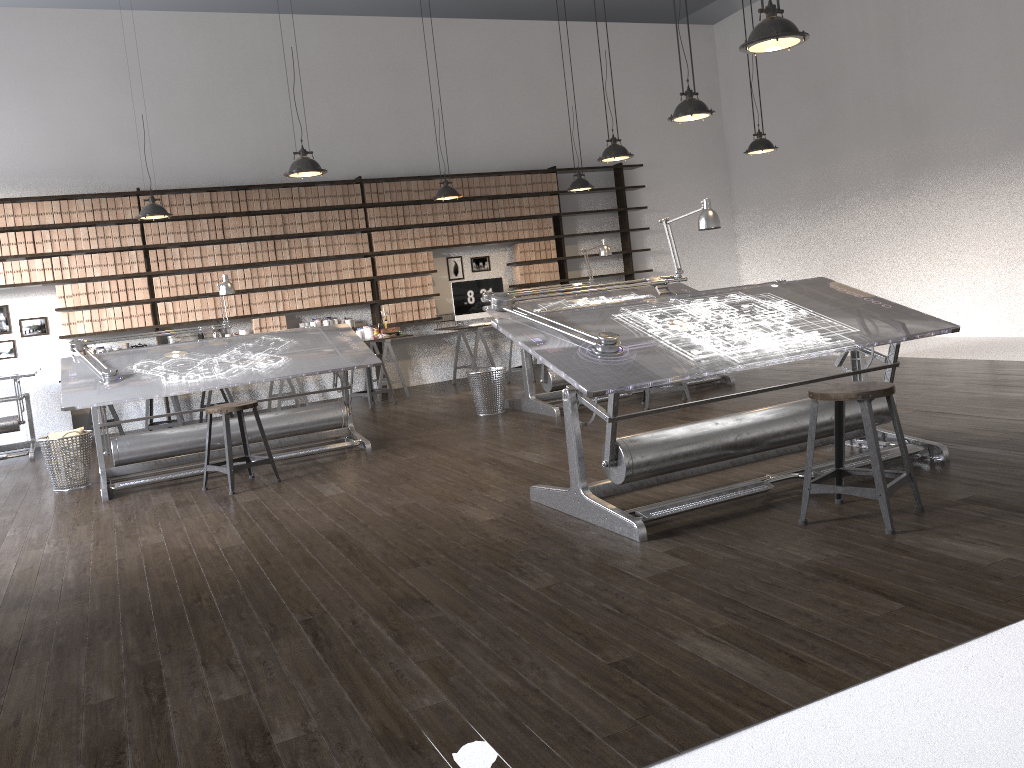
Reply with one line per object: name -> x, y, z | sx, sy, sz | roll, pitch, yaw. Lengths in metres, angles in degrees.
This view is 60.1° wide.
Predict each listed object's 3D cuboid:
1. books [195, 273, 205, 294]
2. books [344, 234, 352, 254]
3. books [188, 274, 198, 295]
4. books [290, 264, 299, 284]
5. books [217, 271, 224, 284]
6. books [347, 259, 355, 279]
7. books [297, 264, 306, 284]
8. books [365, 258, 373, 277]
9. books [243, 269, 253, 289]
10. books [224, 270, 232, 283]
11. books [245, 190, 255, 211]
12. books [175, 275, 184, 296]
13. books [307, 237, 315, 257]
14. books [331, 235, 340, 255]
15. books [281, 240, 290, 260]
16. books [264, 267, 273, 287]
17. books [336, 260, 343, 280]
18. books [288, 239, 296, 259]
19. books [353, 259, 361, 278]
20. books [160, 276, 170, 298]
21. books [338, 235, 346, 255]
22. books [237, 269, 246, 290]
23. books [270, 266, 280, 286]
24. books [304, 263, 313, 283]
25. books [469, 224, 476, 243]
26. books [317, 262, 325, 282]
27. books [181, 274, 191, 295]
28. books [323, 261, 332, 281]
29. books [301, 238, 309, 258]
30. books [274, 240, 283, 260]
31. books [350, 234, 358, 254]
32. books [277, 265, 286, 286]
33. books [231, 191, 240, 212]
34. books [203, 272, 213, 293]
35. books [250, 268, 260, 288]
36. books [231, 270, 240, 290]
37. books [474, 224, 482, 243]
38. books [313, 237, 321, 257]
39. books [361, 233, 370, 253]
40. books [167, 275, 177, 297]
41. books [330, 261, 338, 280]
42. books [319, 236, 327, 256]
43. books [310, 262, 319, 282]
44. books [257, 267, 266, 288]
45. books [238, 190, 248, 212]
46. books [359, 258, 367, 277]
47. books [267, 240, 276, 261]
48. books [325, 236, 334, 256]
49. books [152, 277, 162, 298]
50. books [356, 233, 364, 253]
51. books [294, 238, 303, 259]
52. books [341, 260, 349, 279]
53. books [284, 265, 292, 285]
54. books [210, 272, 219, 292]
books -> -3.276, -1.047, 9.304 | 0.067, 0.225, 0.175 | -8, 5, -24
books -> -1.859, -1.559, 9.949 | 0.067, 0.225, 0.175 | -8, 5, -24
books -> -3.341, -1.036, 9.268 | 0.067, 0.225, 0.175 | -8, 5, -24
books -> -2.397, -1.192, 9.710 | 0.067, 0.225, 0.175 | -8, 5, -24
books -> -3.084, -1.079, 9.392 | 0.067, 0.225, 0.175 | -8, 5, -24
books -> -1.831, -1.284, 9.965 | 0.067, 0.225, 0.175 | -8, 5, -24
books -> -2.328, -1.203, 9.735 | 0.067, 0.225, 0.175 | -8, 5, -24
books -> -1.646, -1.314, 10.049 | 0.067, 0.225, 0.175 | -8, 5, -24
books -> -2.839, -1.118, 9.500 | 0.067, 0.225, 0.175 | -8, 5, -24
books -> -3.021, -1.088, 9.415 | 0.067, 0.225, 0.175 | -8, 5, -24
books -> -2.824, -1.957, 9.508 | 0.067, 0.225, 0.175 | -8, 5, -24
books -> -3.468, -1.015, 9.213 | 0.067, 0.225, 0.175 | -8, 5, -24
books -> -2.237, -1.497, 9.780 | 0.067, 0.225, 0.175 | -8, 5, -24
books -> -1.990, -1.538, 9.896 | 0.067, 0.225, 0.174 | -8, 5, -24
books -> -2.484, -1.456, 9.662 | 0.067, 0.225, 0.174 | -8, 5, -24
books -> -2.651, -1.150, 9.589 | 0.067, 0.225, 0.174 | -8, 5, -24
books -> -1.949, -1.265, 9.914 | 0.067, 0.225, 0.175 | -8, 5, -24
books -> -2.422, -1.467, 9.696 | 0.067, 0.225, 0.174 | -8, 5, -24
books -> -1.769, -1.295, 9.998 | 0.067, 0.225, 0.175 | -8, 5, -24
books -> -3.588, -0.995, 9.153 | 0.067, 0.225, 0.175 | -8, 5, -24
books -> -1.925, -1.548, 9.922 | 0.067, 0.225, 0.174 | -8, 5, -24
books -> -2.905, -1.108, 9.471 | 0.067, 0.225, 0.175 | -8, 5, -24
books -> -2.584, -1.160, 9.616 | 0.067, 0.225, 0.175 | -8, 5, -24
books -> -2.262, -1.214, 9.772 | 0.067, 0.225, 0.175 | -8, 5, -24
books -> -0.500, -1.789, 10.579 | 0.067, 0.225, 0.174 | -8, 5, -24
books -> -2.134, -1.235, 9.830 | 0.067, 0.225, 0.174 | -8, 5, -24
books -> -3.410, -1.025, 9.242 | 0.067, 0.225, 0.175 | -8, 5, -24
books -> -2.070, -1.245, 9.860 | 0.067, 0.225, 0.175 | -8, 5, -24
books -> -2.295, -1.487, 9.748 | 0.067, 0.225, 0.175 | -8, 5, -24
books -> -2.550, -1.446, 9.637 | 0.067, 0.225, 0.175 | -8, 5, -24
books -> -1.799, -1.568, 9.976 | 0.067, 0.225, 0.175 | -8, 5, -24
books -> -2.519, -1.171, 9.646 | 0.067, 0.225, 0.175 | -8, 5, -24
books -> -2.958, -1.935, 9.446 | 0.067, 0.225, 0.175 | -8, 5, -24
books -> -3.210, -1.058, 9.329 | 0.067, 0.225, 0.174 | -8, 5, -24
books -> -2.777, -1.129, 9.533 | 0.067, 0.225, 0.175 | -8, 5, -24
books -> -2.962, -1.099, 9.447 | 0.067, 0.225, 0.175 | -8, 5, -24
books -> -0.439, -1.799, 10.612 | 0.067, 0.225, 0.174 | -8, 5, -24
books -> -2.180, -1.506, 9.804 | 0.067, 0.225, 0.175 | -8, 5, -24
books -> -1.681, -1.589, 10.037 | 0.067, 0.225, 0.175 | -8, 5, -24
books -> -3.523, -1.006, 9.182 | 0.067, 0.225, 0.175 | -8, 5, -24
books -> -2.007, -1.255, 9.882 | 0.067, 0.225, 0.175 | -8, 5, -24
books -> -2.114, -1.517, 9.833 | 0.067, 0.225, 0.175 | -8, 5, -24
books -> -2.196, -1.224, 9.797 | 0.067, 0.225, 0.174 | -8, 5, -24
books -> -2.715, -1.139, 9.563 | 0.067, 0.225, 0.174 | -8, 5, -24
books -> -2.888, -1.946, 9.472 | 0.067, 0.225, 0.175 | -8, 5, -24
books -> -1.707, -1.305, 10.028 | 0.067, 0.225, 0.174 | -8, 5, -24
books -> -2.616, -1.434, 9.601 | 0.067, 0.225, 0.175 | -8, 5, -24
books -> -2.052, -1.528, 9.866 | 0.067, 0.225, 0.175 | -8, 5, -24
books -> -3.655, -0.985, 9.126 | 0.067, 0.225, 0.174 | -8, 5, -24
books -> -1.744, -1.578, 10.007 | 0.067, 0.225, 0.175 | -8, 5, -24
books -> -2.358, -1.477, 9.725 | 0.067, 0.225, 0.175 | -8, 5, -24
books -> -1.892, -1.274, 9.939 | 0.067, 0.225, 0.175 | -8, 5, -24
books -> -2.464, -1.181, 9.676 | 0.067, 0.225, 0.175 | -8, 5, -24
books -> -3.148, -1.068, 9.363 | 0.067, 0.225, 0.174 | -8, 5, -24
